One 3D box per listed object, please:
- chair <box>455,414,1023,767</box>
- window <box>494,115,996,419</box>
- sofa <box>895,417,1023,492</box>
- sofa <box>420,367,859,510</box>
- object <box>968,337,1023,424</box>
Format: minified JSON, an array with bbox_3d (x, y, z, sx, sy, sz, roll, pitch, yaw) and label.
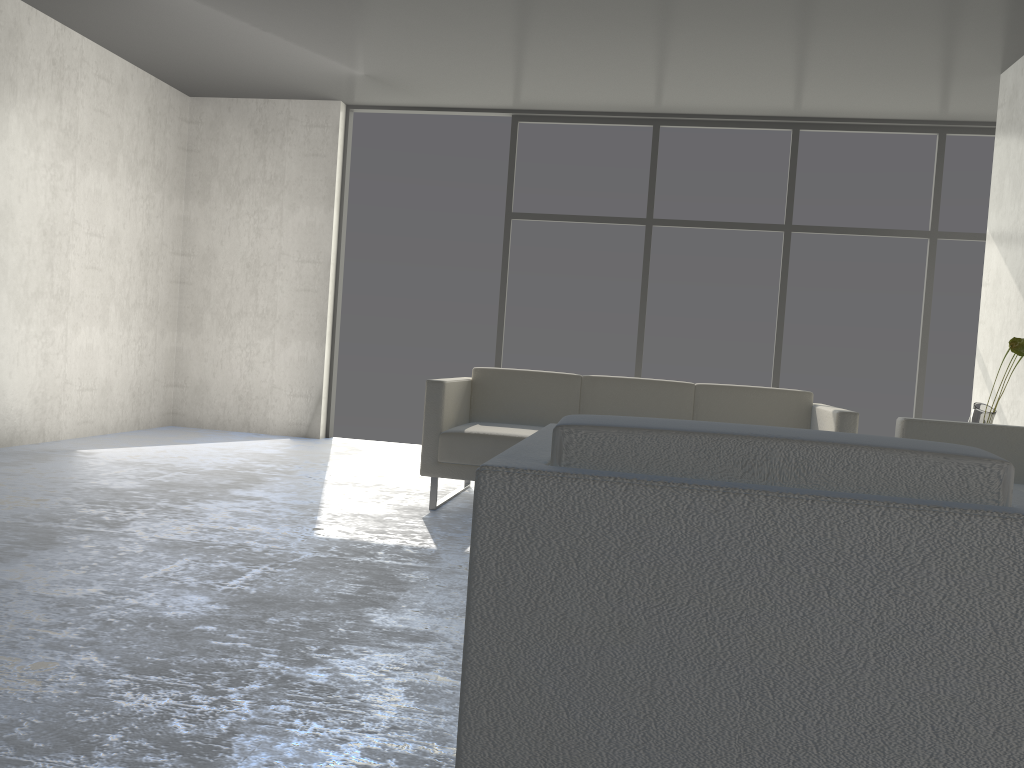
[{"bbox_3d":[0.368,0.383,1.477,0.748,0.662,0.821,4,2,9],"label":"chair"},{"bbox_3d":[1.925,-0.583,6.223,4.080,2.477,0.037,4,2,9],"label":"window"},{"bbox_3d":[1.767,0.443,2.594,0.821,0.658,1.881,4,2,9],"label":"sofa"},{"bbox_3d":[0.578,0.302,4.266,1.881,0.658,0.821,4,2,9],"label":"sofa"},{"bbox_3d":[1.998,0.229,3.641,0.387,1.051,0.400,5,2,37],"label":"object"}]
